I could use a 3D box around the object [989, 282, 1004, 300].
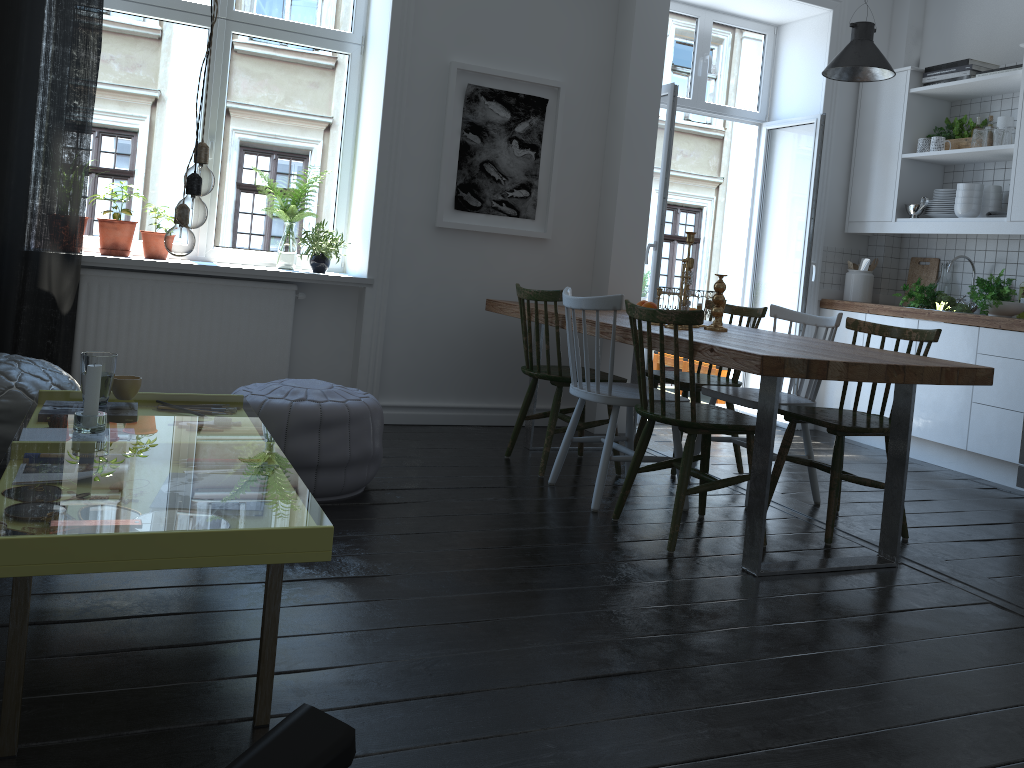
[{"bbox_3d":[2.851,-0.514,5.185,0.086,0.230,0.085,7,2,31],"label":"object"}]

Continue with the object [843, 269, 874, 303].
[{"bbox_3d":[2.290,-0.645,5.815,0.173,0.207,0.175,4,4,-20],"label":"object"}]

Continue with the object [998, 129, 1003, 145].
[{"bbox_3d":[2.800,-1.395,5.037,0.087,0.119,0.086,8,4,35],"label":"object"}]

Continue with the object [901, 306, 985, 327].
[{"bbox_3d":[2.570,-0.381,5.234,0.352,0.111,0.376,2,8,-24],"label":"object"}]

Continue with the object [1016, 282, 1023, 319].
[{"bbox_3d":[2.906,-0.507,4.962,0.066,0.281,0.067,5,2,-29],"label":"object"}]

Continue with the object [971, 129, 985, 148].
[{"bbox_3d":[2.698,-1.411,5.084,0.086,0.119,0.086,5,3,-1],"label":"object"}]

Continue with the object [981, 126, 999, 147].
[{"bbox_3d":[2.718,-1.397,4.999,0.086,0.119,0.086,5,3,-1],"label":"object"}]

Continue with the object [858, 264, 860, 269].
[{"bbox_3d":[2.324,-0.670,5.837,0.033,0.249,0.119,5,2,-24],"label":"object"}]

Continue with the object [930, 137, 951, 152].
[{"bbox_3d":[2.598,-1.448,5.350,0.082,0.100,0.109,3,5,-35],"label":"object"}]

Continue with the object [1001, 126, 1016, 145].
[{"bbox_3d":[2.798,-1.383,4.950,0.087,0.119,0.086,8,4,35],"label":"object"}]

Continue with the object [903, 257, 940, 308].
[{"bbox_3d":[2.660,-0.658,5.721,0.040,0.329,0.222,5,3,-24],"label":"object"}]

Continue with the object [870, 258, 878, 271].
[{"bbox_3d":[2.343,-0.685,5.798,0.056,0.295,0.132,4,3,-45],"label":"object"}]

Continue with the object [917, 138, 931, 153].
[{"bbox_3d":[2.564,-1.467,5.469,0.083,0.100,0.108,8,5,35],"label":"object"}]

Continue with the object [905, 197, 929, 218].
[{"bbox_3d":[2.491,-1.082,5.422,0.102,0.134,0.212,5,6,-12],"label":"object"}]

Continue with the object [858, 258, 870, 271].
[{"bbox_3d":[2.303,-0.691,5.820,0.065,0.289,0.140,7,3,39],"label":"object"}]

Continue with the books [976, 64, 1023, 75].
[{"bbox_3d":[2.907,-1.784,5.052,0.274,0.016,0.345,2,8,-23],"label":"books"}]

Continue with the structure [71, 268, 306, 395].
[{"bbox_3d":[-1.572,-0.216,4.332,1.061,0.626,0.074,3,2,-24],"label":"structure"}]

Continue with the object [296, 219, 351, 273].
[{"bbox_3d":[-1.005,-0.736,4.682,0.284,0.293,0.288,4,5,-20],"label":"object"}]

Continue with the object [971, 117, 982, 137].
[{"bbox_3d":[2.799,-1.496,5.303,0.059,0.224,0.060,4,2,-41],"label":"object"}]

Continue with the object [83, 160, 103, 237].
[{"bbox_3d":[-2.142,-0.891,4.278,0.299,0.497,0.336,3,4,-41],"label":"object"}]

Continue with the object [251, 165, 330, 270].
[{"bbox_3d":[-1.176,-0.893,4.721,0.395,0.564,0.328,7,3,30],"label":"object"}]

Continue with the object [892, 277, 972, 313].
[{"bbox_3d":[2.508,-0.477,5.231,0.473,0.306,0.283,10,6,39],"label":"object"}]

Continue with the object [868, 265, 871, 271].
[{"bbox_3d":[2.340,-0.664,5.807,0.051,0.246,0.114,6,2,31],"label":"object"}]

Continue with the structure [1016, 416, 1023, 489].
[{"bbox_3d":[2.941,0.124,4.133,0.719,1.016,0.707,4,4,-24],"label":"structure"}]

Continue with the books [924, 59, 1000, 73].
[{"bbox_3d":[2.756,-1.925,5.396,0.258,0.038,0.329,2,8,-22],"label":"books"}]

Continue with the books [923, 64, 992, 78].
[{"bbox_3d":[2.761,-1.889,5.387,0.286,0.030,0.355,2,9,-24],"label":"books"}]

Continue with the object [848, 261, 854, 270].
[{"bbox_3d":[2.251,-0.683,5.838,0.054,0.262,0.148,7,3,41],"label":"object"}]

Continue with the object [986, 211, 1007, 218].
[{"bbox_3d":[2.796,-0.942,4.968,0.276,0.042,0.248,1,9,-31],"label":"object"}]

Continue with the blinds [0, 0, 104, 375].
[{"bbox_3d":[-2.215,-1.314,3.766,0.801,2.964,0.113,5,1,-25],"label":"blinds"}]

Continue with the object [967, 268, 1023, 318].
[{"bbox_3d":[2.688,-0.510,4.891,0.337,0.268,0.274,2,6,-34],"label":"object"}]

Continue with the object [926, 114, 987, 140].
[{"bbox_3d":[2.741,-1.540,5.472,0.163,0.253,0.351,3,6,-34],"label":"object"}]

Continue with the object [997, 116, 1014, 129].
[{"bbox_3d":[2.891,-1.456,5.176,0.084,0.221,0.085,5,2,-17],"label":"object"}]

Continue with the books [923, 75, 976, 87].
[{"bbox_3d":[2.752,-1.821,5.388,0.259,0.044,0.355,2,8,-22],"label":"books"}]

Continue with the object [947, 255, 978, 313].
[{"bbox_3d":[2.734,-0.588,5.263,0.190,0.351,0.273,8,4,42],"label":"object"}]

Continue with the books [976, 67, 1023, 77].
[{"bbox_3d":[2.896,-1.757,5.048,0.260,0.037,0.354,2,9,-25],"label":"books"}]

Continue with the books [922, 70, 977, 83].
[{"bbox_3d":[2.743,-1.860,5.394,0.259,0.030,0.332,2,9,-26],"label":"books"}]

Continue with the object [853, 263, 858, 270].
[{"bbox_3d":[2.275,-0.677,5.842,0.061,0.250,0.117,6,2,5],"label":"object"}]

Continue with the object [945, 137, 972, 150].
[{"bbox_3d":[2.762,-1.441,5.405,0.152,0.102,0.397,3,8,-24],"label":"object"}]

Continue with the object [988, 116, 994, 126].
[{"bbox_3d":[2.859,-1.490,5.274,0.056,0.233,0.056,5,2,-21],"label":"object"}]

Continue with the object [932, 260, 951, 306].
[{"bbox_3d":[2.706,-0.621,5.537,0.097,0.316,0.098,5,2,-24],"label":"object"}]
